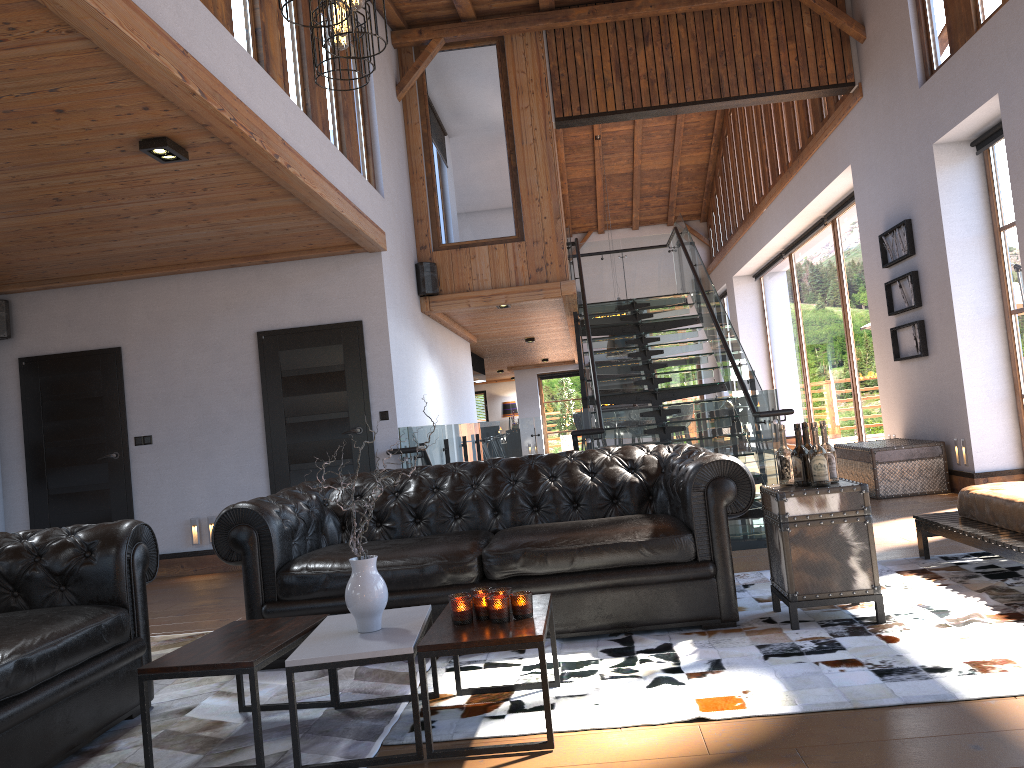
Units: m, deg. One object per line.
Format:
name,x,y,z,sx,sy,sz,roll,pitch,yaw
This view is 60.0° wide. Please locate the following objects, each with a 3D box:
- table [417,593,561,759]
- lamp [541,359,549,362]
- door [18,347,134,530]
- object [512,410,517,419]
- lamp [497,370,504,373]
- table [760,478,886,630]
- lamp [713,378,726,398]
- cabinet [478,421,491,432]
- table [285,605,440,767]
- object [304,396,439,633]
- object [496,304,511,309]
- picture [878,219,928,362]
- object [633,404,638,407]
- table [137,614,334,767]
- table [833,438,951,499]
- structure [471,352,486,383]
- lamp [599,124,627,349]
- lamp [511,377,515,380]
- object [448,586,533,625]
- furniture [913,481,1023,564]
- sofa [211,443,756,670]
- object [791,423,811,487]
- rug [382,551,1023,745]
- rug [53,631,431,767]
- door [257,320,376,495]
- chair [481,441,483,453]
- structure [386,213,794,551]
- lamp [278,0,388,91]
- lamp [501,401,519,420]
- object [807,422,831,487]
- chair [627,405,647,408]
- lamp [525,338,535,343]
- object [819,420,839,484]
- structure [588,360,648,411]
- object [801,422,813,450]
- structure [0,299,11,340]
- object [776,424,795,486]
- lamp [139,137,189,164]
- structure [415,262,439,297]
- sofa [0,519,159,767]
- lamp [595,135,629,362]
table,-0.057,0.988,3.088,0.399,0.350,0.651,-6,-3,4
lamp,0.744,-0.533,19.904,0.155,0.068,0.261,-6,-3,4
door,-3.835,0.741,7.850,0.940,2.056,0.144,-6,-3,3
object,0.053,0.877,22.023,0.151,0.505,0.325,-6,-3,4
lamp,-0.289,-0.320,22.297,0.155,0.068,0.261,-6,-3,4
table,1.397,0.760,4.032,0.405,0.609,0.418,-6,-3,4
lamp,4.700,0.233,20.394,0.467,0.726,0.472,-6,-3,13
cabinet,-0.847,1.294,16.450,0.887,1.104,4.806,-6,-3,5
table,-0.493,1.033,3.087,0.400,0.350,0.649,-6,-3,-1
object,-0.510,0.454,3.143,0.404,0.808,0.623,-7,-3,15
object,-0.095,-0.896,9.903,0.155,0.068,0.261,-6,-3,4
picture,3.859,-0.900,8.764,0.059,1.313,0.775,-6,-3,5
object,2.394,0.476,16.774,0.223,0.254,0.114,-4,-4,-34
table,-0.942,1.081,3.147,0.399,0.350,0.652,-6,-3,9
table,3.674,0.806,8.664,0.683,0.470,1.256,-6,-3,4
structure,-1.034,-0.307,16.354,0.710,0.476,3.254,-6,-3,4
lamp,1.853,-2.825,16.477,0.629,4.688,0.613,-3,-4,-41
lamp,0.045,-0.176,26.269,0.155,0.068,0.261,-6,-3,4
object,-0.081,0.774,3.082,0.298,0.081,0.249,-8,-4,42
furniture,2.810,0.690,3.767,1.173,0.437,2.762,-6,-3,4
sofa,-0.090,0.823,4.636,2.563,0.839,1.240,-6,-3,3
object,1.319,0.323,4.053,0.088,0.286,0.087,-5,-3,-18
rug,1.561,1.022,4.026,3.801,0.053,2.435,-6,-3,4
rug,-1.633,1.307,3.096,2.427,0.053,4.049,-6,-3,5
door,-1.672,0.515,7.732,0.940,2.056,0.144,-6,-3,3
chair,-0.478,1.320,14.940,0.468,0.840,0.539,-6,-3,4
structure,3.749,0.761,11.276,9.196,6.402,11.037,-6,-3,4
lamp,-0.597,-2.037,2.657,0.262,2.203,0.800,-5,-3,-5
lamp,0.509,1.327,26.544,1.641,1.700,0.519,-5,-3,-18
object,1.366,0.314,3.969,0.087,0.286,0.088,-7,-3,14
chair,2.193,0.909,14.714,0.503,1.093,0.568,-6,-3,3
lamp,0.302,-0.724,14.631,0.155,0.068,0.261,-6,-3,4
object,1.438,0.311,4.063,0.087,0.286,0.088,-7,-3,16
structure,2.629,0.234,21.168,1.442,1.650,0.433,-6,-3,3
object,1.379,0.320,4.132,0.086,0.286,0.089,-9,-4,44
structure,-4.583,-0.567,7.850,0.213,0.349,0.214,-6,-3,4
object,1.277,0.331,4.142,0.088,0.286,0.086,-5,-3,-19
lamp,-1.857,-1.254,4.733,0.155,0.068,0.261,-6,-3,4
structure,-0.904,-1.116,9.448,0.213,0.349,0.214,-6,-3,4
sofa,-2.181,0.946,2.611,1.238,0.839,2.568,-6,-3,4
lamp,1.986,-2.768,18.065,0.629,4.688,0.613,-3,-4,-41
